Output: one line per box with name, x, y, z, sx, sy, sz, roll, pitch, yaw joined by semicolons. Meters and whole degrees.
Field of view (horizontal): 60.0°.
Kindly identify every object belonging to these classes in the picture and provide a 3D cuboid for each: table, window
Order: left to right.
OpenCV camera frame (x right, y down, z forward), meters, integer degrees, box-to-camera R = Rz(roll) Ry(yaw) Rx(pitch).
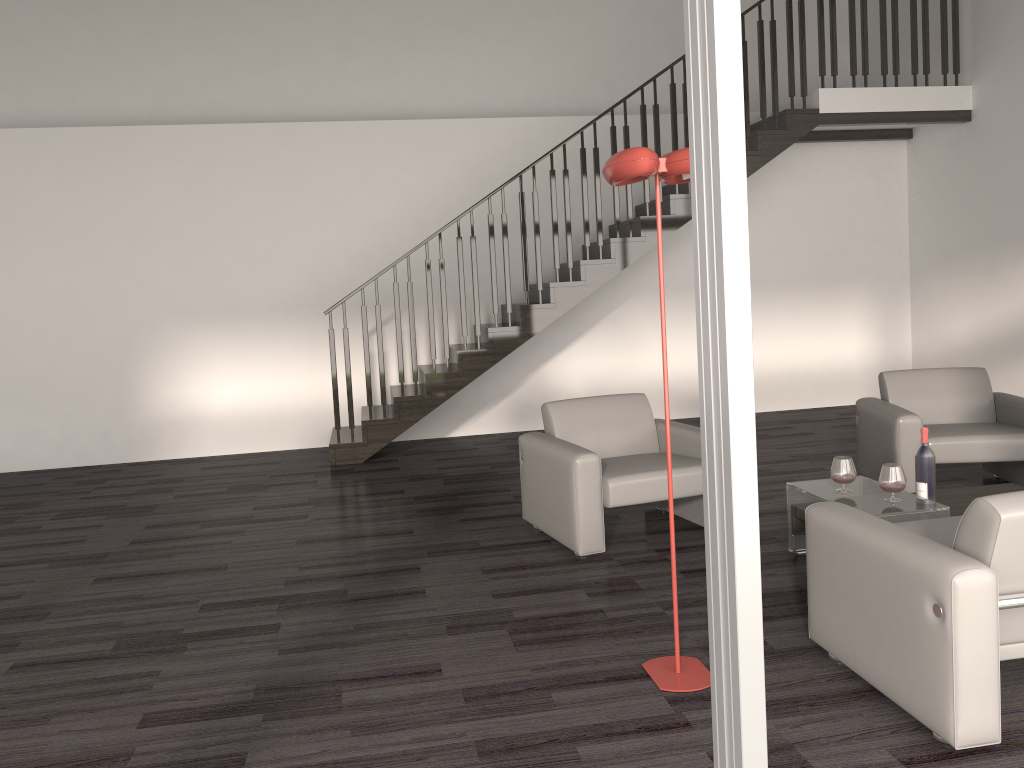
window;0.417;-0.589;1.770;9.748;3.463;0.386;-4;4;-9
table;1.607;0.671;4.055;0.400;0.341;0.682;-4;6;-9
table;2.004;0.697;4.123;1.200;0.249;0.602;-4;6;-9

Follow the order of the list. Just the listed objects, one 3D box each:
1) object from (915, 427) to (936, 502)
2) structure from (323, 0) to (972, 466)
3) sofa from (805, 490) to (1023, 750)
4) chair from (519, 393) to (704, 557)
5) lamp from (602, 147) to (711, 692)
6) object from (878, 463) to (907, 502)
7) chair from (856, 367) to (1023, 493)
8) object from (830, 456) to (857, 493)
object;1.930;0.388;4.139;0.093;0.369;0.093;-4;4;-10
structure;1.430;-1.626;8.188;6.344;4.084;1.002;-4;4;-9
sofa;2.159;0.569;3.018;2.115;0.715;0.904;-4;5;-9
chair;0.632;0.457;4.879;0.964;0.715;0.912;-5;5;-19
lamp;0.528;0.115;3.011;0.353;1.784;0.365;-4;4;-9
object;1.675;0.434;3.900;0.116;0.155;0.116;-5;5;-18
chair;2.695;0.295;5.371;0.963;0.715;0.913;-3;5;6
object;1.537;0.419;4.110;0.116;0.155;0.116;-3;5;-1
